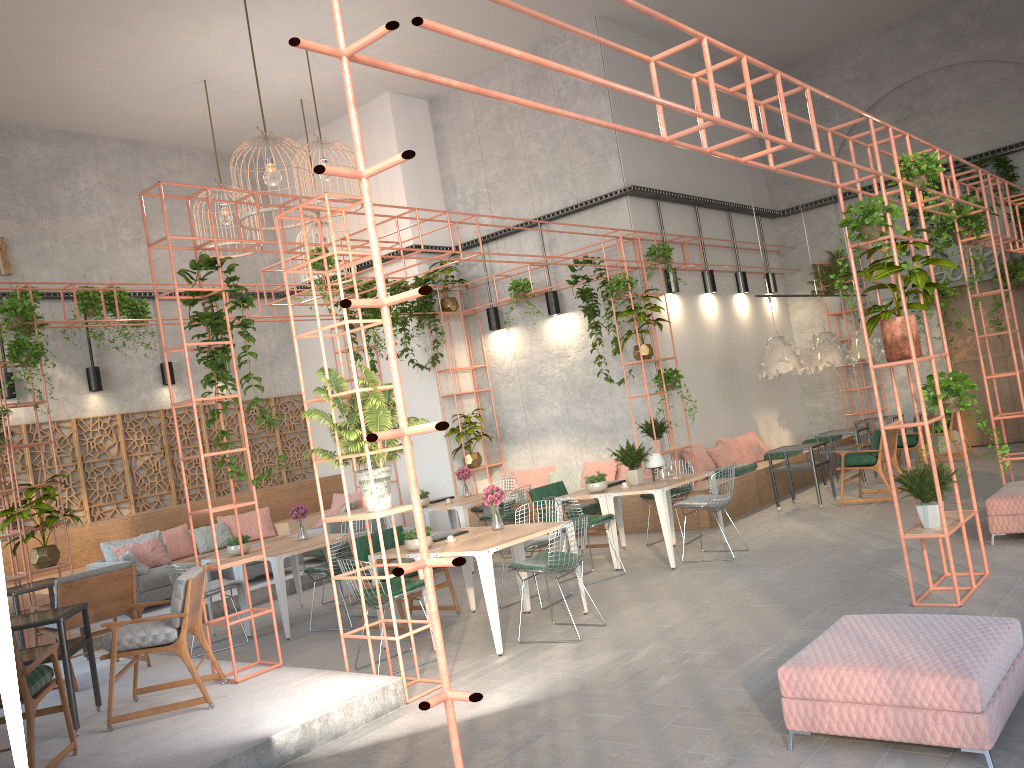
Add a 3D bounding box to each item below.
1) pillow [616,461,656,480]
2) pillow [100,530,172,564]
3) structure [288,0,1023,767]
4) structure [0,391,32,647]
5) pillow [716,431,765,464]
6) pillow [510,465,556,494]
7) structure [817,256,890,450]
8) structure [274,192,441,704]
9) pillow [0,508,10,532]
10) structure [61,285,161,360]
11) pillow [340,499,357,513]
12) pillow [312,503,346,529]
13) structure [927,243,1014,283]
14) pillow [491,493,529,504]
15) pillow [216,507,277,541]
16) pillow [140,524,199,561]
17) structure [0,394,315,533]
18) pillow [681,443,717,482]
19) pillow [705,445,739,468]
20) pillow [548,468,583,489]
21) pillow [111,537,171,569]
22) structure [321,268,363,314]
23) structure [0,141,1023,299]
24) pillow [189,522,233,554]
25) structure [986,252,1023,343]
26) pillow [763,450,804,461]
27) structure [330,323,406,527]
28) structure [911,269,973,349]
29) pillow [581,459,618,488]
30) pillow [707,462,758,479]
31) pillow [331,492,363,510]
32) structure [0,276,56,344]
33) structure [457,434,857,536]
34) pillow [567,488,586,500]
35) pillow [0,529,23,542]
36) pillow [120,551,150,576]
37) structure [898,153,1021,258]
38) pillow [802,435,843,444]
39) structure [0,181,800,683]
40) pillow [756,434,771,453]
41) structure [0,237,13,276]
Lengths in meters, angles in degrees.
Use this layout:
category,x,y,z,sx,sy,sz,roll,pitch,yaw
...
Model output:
category,x,y,z,sx,sy,sz,roll,pitch,yaw
pillow,1.779,1.323,12.758,0.666,0.385,0.289,-11,-2,35
pillow,-4.946,2.234,11.683,0.276,0.474,0.839,-11,-3,40
structure,5.321,-0.615,7.138,4.157,4.247,14.689,-11,-3,40
structure,-5.391,1.044,8.744,0.748,3.623,0.722,-11,-3,40
pillow,3.554,1.014,13.724,0.839,0.474,0.276,-8,-2,-30
pillow,0.329,1.559,14.001,0.839,0.474,0.276,-11,-2,30
structure,6.065,-0.422,15.613,0.630,3.597,0.430,-11,-3,40
structure,-1.115,0.456,6.515,0.624,3.602,0.424,-11,-3,40
pillow,-7.011,1.863,11.864,0.499,0.324,0.307,-8,-2,-35
structure,-5.850,-0.934,12.904,0.670,1.290,1.434,-11,-3,40
pillow,-2.446,1.915,13.078,0.308,0.349,0.495,-9,-2,-1
pillow,-2.749,1.997,13.408,0.479,0.317,0.441,-10,-2,21
structure,7.498,-1.992,14.580,1.312,0.505,0.063,-11,-3,40
pillow,0.036,1.787,13.716,0.637,0.149,0.491,-11,-3,41
pillow,-4.160,2.232,13.895,0.839,0.474,0.276,-8,-2,-30
pillow,-4.971,2.333,12.909,0.276,0.474,0.839,-11,-2,30
structure,-6.328,1.552,13.097,0.132,2.103,9.782,-11,-3,40
pillow,2.711,1.121,12.765,0.276,0.474,0.839,-11,-2,30
pillow,3.141,1.113,13.245,0.289,0.385,0.666,-11,-2,35
pillow,0.809,1.513,13.574,0.666,0.385,0.289,-11,-2,35
pillow,-4.835,2.245,11.576,0.289,0.385,0.666,-11,-3,40
structure,-2.848,-1.549,14.863,0.903,0.803,0.934,-10,-2,11
structure,0.693,-2.637,10.367,15.603,0.110,15.203,-11,-3,40
pillow,-4.522,2.323,13.411,0.289,0.385,0.666,-11,-2,35
structure,8.124,-1.467,14.244,0.950,1.527,0.921,-11,-2,38
pillow,4.225,1.096,13.905,0.491,0.149,0.637,-11,-3,41
structure,-2.427,0.762,14.937,0.624,3.596,0.424,-11,-3,40
structure,7.094,-1.288,15.053,0.950,1.527,0.921,-9,-2,-17
pillow,1.270,1.372,13.152,0.276,0.474,0.839,-8,-2,-30
pillow,3.129,1.232,12.572,0.491,0.149,0.637,-11,-3,41
pillow,-2.501,1.894,13.540,0.836,0.476,0.273,-11,-3,40
structure,-6.638,-0.993,12.056,0.587,0.972,0.605,-11,-2,38
structure,2.671,1.691,14.904,4.386,0.500,5.831,-11,-3,40
pillow,0.829,1.632,13.048,0.637,0.149,0.491,-11,-3,41
pillow,-6.821,2.031,11.613,0.491,0.149,0.637,-11,-3,41
pillow,-4.749,2.268,11.201,0.307,0.324,0.499,-9,-2,-15
structure,7.297,-2.810,14.523,1.939,1.514,0.856,-11,-2,34
pillow,5.347,0.956,15.271,0.491,0.149,0.637,-11,-3,41
structure,0.526,-0.172,13.191,4.501,4.345,14.096,-11,-2,38
pillow,3.952,1.012,14.232,0.289,0.385,0.666,-11,-2,35
structure,-7.826,-1.809,12.084,0.087,0.695,1.807,-11,-3,40
